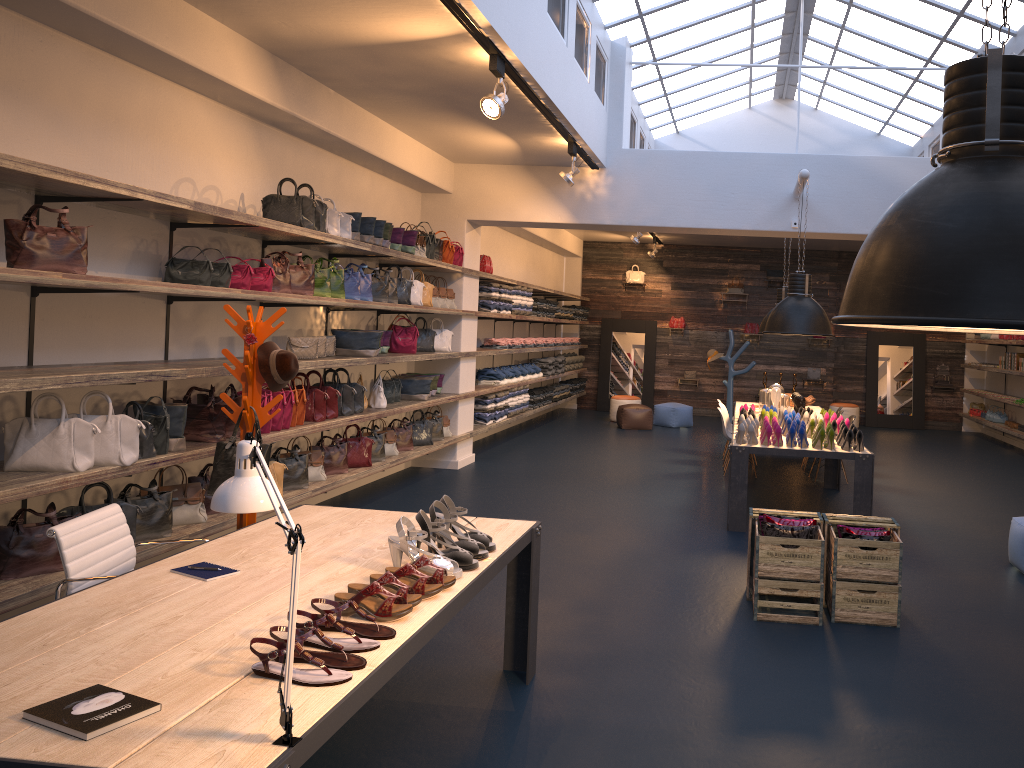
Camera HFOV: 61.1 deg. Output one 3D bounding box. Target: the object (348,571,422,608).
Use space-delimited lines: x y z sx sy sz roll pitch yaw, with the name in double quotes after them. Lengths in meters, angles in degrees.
-0.417 0.678 2.883 0.246 0.117 0.105 4 2 17 "object"

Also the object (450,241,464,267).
-0.693 -1.481 9.898 0.264 0.310 0.203 2 1 -28 "object"

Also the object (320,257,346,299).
-1.487 -0.856 7.006 0.407 0.339 0.199 1 2 -42 "object"

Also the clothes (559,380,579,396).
1.084 0.073 16.653 0.359 0.299 0.337 3 2 13 "clothes"

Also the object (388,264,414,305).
-1.132 -0.957 8.331 0.461 0.386 0.177 1 2 -42 "object"

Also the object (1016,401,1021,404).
7.982 0.289 13.554 0.233 0.058 0.084 3 3 2 "object"

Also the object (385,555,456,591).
-0.322 0.668 3.104 0.249 0.117 0.104 3 2 12 "object"

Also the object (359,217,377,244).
-1.345 -1.309 7.375 0.406 0.232 0.183 3 1 10 "object"

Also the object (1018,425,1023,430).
8.280 0.711 14.048 0.182 0.088 0.067 3 1 7 "object"

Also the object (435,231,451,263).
-0.814 -1.498 9.499 0.271 0.385 0.210 2 1 -31 "object"

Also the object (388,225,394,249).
-1.285 -1.341 7.933 0.408 0.235 0.181 3 1 8 "object"

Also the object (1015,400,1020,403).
8.019 0.285 13.643 0.233 0.058 0.084 3 3 2 "object"

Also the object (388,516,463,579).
-0.320 0.607 3.226 0.282 0.224 0.118 3 1 -2 "object"

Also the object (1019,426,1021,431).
8.263 0.715 13.980 0.182 0.088 0.067 3 1 7 "object"

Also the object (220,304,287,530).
-1.518 0.412 5.017 0.410 1.730 0.479 3 0 37 "object"

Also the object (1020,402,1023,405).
7.934 0.299 13.373 0.233 0.058 0.084 3 3 2 "object"

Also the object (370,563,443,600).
-0.366 0.673 2.989 0.259 0.117 0.100 3 1 -1 "object"

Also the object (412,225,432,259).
-0.964 -1.443 8.843 0.291 0.352 0.137 3 0 4 "object"

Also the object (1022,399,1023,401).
8.085 0.265 13.588 0.227 0.068 0.086 4 2 14 "object"

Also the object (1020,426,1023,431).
8.244 0.719 13.911 0.182 0.088 0.067 3 1 7 "object"

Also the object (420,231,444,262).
-0.909 -1.478 9.361 0.361 0.339 0.225 3 1 15 "object"

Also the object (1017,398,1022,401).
8.083 0.258 13.685 0.229 0.063 0.086 4 3 12 "object"

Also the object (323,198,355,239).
-1.478 -1.333 7.014 0.422 0.331 0.194 3 1 3 "object"

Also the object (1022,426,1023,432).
8.225 0.723 13.840 0.182 0.088 0.067 3 1 7 "object"

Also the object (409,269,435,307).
-0.978 -0.990 8.924 0.461 0.386 0.177 1 2 -42 "object"

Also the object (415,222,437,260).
-0.927 -1.479 8.983 0.291 0.410 0.137 3 0 4 "object"

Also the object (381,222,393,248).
-1.275 -1.327 7.736 0.414 0.235 0.179 3 1 3 "object"

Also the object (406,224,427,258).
-1.012 -1.430 8.670 0.335 0.335 0.173 3 1 19 "object"

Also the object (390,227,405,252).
-1.208 -1.349 8.104 0.414 0.235 0.179 3 1 3 "object"

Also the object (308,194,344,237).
-1.531 -1.322 6.810 0.424 0.331 0.193 3 1 1 "object"

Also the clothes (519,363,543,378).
0.255 -0.221 13.907 0.415 0.240 0.439 3 3 10 "clothes"

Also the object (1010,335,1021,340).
8.188 -0.834 14.062 0.141 0.249 0.304 3 2 -14 "object"

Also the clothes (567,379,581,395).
1.159 0.054 16.981 0.367 0.299 0.320 3 2 -1 "clothes"

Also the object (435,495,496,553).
-0.197 0.584 3.654 0.274 0.224 0.121 3 1 7 "object"

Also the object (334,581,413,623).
-0.443 0.685 2.762 0.257 0.117 0.100 3 1 1 "object"

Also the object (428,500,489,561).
-0.228 0.592 3.520 0.273 0.224 0.121 3 1 8 "object"

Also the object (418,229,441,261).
-0.938 -1.466 9.168 0.315 0.338 0.263 2 2 -37 "object"

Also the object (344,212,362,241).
-1.396 -1.303 7.185 0.315 0.244 0.196 4 2 29 "object"

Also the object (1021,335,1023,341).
8.122 -0.827 13.494 0.345 0.337 0.301 3 2 -1 "object"

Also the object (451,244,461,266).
-0.708 -1.456 9.793 0.321 0.283 0.240 1 2 -43 "object"

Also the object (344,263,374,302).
-1.348 -0.885 7.533 0.407 0.339 0.199 1 2 -42 "object"

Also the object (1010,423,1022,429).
8.334 0.696 14.313 0.212 0.083 0.235 3 3 1 "object"

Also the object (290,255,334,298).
-1.554 -0.832 6.736 0.408 0.322 0.181 1 2 -40 "object"

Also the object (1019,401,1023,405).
7.972 0.295 13.462 0.233 0.058 0.084 3 3 2 "object"

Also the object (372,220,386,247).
-1.300 -1.318 7.547 0.417 0.232 0.178 3 1 0 "object"

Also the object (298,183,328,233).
-1.603 -1.337 6.600 0.416 0.386 0.197 3 1 8 "object"

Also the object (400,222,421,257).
-1.056 -1.421 8.504 0.335 0.335 0.173 3 1 19 "object"

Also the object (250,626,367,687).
-0.543 0.722 2.335 0.272 0.090 0.220 3 3 9 "object"

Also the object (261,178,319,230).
-1.636 -1.326 6.403 0.424 0.386 0.193 3 1 1 "object"

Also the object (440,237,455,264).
-0.780 -1.478 9.631 0.271 0.330 0.210 2 1 -31 "object"

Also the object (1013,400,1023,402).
8.037 0.279 13.738 0.233 0.058 0.084 3 3 2 "object"

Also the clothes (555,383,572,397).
0.910 0.112 16.279 0.409 0.251 0.354 3 2 8 "clothes"

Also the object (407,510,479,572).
-0.263 0.601 3.362 0.282 0.224 0.117 3 1 -3 "object"

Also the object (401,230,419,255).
-1.096 -1.357 8.298 0.406 0.235 0.182 3 1 10 "object"

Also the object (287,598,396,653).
-0.497 0.708 2.574 0.272 0.090 0.231 4 3 14 "object"
